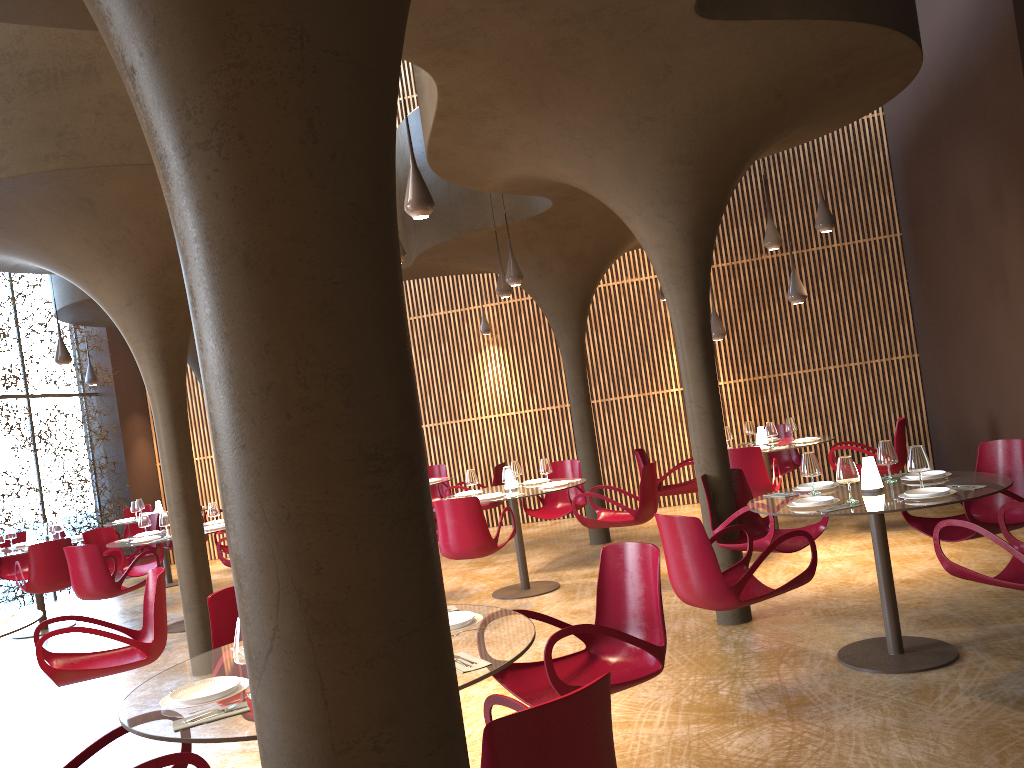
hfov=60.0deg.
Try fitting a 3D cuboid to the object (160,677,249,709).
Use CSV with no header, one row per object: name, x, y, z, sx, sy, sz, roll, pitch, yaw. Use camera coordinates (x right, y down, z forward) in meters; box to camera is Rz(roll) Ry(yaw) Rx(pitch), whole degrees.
object,-1.171,1.186,3.395,0.332,0.014,0.331,-9,-1,9

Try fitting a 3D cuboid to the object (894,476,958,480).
object,2.927,0.657,6.259,0.204,0.012,0.411,-8,-1,-23

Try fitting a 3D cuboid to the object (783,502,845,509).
object,1.981,0.785,5.832,0.204,0.012,0.411,-8,-1,-19

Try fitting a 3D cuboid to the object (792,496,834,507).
object,1.981,0.774,5.828,0.262,0.029,0.263,-8,-2,-31

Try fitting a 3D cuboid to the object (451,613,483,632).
object,-0.291,1.070,3.946,0.332,0.014,0.331,-9,-1,16

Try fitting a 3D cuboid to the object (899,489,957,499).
object,2.585,0.688,5.517,0.331,0.014,0.332,-8,-1,-5

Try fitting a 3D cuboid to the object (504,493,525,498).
object,0.027,1.158,9.197,0.126,0.017,0.261,-9,-2,27

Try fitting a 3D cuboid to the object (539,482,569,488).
object,0.458,1.098,9.635,0.331,0.014,0.332,-7,-2,-44

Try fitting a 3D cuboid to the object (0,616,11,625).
object,-3.409,1.561,5.775,0.262,0.029,0.263,-7,-2,-32

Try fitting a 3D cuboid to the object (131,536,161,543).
object,-4.211,1.794,10.200,0.332,0.014,0.332,-8,-1,5

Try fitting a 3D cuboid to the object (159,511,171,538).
object,-4.014,1.629,10.280,0.142,0.295,0.142,-8,0,4

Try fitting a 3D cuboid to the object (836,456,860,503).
object,2.167,0.616,5.720,0.142,0.295,0.142,-8,0,18

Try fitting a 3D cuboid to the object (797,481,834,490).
object,2.237,0.754,6.534,0.263,0.029,0.262,-9,-2,41

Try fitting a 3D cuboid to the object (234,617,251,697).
object,-0.970,1.016,3.328,0.142,0.295,0.142,-8,0,7

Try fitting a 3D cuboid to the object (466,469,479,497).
object,-0.441,1.096,9.826,0.141,0.295,0.142,-8,0,-40

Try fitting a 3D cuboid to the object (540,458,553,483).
object,0.380,0.977,9.860,0.142,0.295,0.142,-8,0,-13

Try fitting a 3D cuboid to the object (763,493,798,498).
object,1.953,0.810,6.446,0.126,0.017,0.262,-8,-1,-21

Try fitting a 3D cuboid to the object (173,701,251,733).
object,-1.055,1.169,3.115,0.261,0.017,0.126,-8,-1,-26

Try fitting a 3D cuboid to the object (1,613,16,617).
object,-3.536,1.603,6.048,0.261,0.017,0.127,-8,-2,-29

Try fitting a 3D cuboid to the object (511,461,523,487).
object,0.050,1.033,10.198,0.142,0.295,0.141,-8,0,45

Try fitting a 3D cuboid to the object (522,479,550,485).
object,0.280,1.140,10.294,0.331,0.014,0.332,-8,-1,-6

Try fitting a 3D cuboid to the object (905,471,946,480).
object,2.923,0.647,6.263,0.262,0.029,0.263,-8,-2,-28

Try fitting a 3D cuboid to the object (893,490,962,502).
object,2.581,0.690,5.515,0.410,0.012,0.205,-8,-2,-29

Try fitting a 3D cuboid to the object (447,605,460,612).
object,-0.386,1.099,4.233,0.261,0.017,0.126,-8,-1,-22

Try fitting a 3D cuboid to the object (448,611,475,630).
object,-0.292,1.061,3.946,0.263,0.029,0.263,-9,-1,10

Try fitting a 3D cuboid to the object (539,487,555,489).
object,0.457,1.100,9.631,0.205,0.012,0.410,-9,-2,28

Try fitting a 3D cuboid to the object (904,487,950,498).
object,2.584,0.679,5.517,0.263,0.029,0.263,-8,-1,-2

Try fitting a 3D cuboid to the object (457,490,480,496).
object,-0.496,1.238,10.047,0.263,0.029,0.263,-9,-1,19

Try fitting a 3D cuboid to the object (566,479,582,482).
object,0.636,1.085,9.879,0.262,0.017,0.126,-9,-2,33

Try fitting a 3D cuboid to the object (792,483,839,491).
object,2.239,0.763,6.534,0.331,0.014,0.332,-8,-1,-4

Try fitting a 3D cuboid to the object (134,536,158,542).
object,-4.212,1.785,10.200,0.263,0.029,0.263,-9,-1,21

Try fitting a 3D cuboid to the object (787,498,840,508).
object,1.983,0.784,5.828,0.332,0.014,0.332,-8,-1,-2

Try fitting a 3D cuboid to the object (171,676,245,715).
object,-1.174,1.188,3.398,0.204,0.012,0.411,-8,-2,-30

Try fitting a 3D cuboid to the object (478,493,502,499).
object,-0.233,1.183,9.352,0.263,0.029,0.263,-9,-2,31

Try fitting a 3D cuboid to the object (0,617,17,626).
object,-3.408,1.570,5.775,0.332,0.014,0.331,-9,-2,35

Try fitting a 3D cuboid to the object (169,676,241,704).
object,-1.172,1.176,3.394,0.262,0.029,0.263,-7,-2,-42

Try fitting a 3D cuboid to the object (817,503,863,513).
object,2.043,0.775,5.531,0.261,0.017,0.126,-8,-1,-15

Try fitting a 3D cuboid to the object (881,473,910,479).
object,2.847,0.682,6.555,0.261,0.017,0.126,-8,-1,-19

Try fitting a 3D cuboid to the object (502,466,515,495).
object,-0.034,1.027,9.432,0.142,0.295,0.142,-8,0,4

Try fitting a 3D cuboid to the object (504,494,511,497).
object,-0.235,1.194,9.353,0.411,0.012,0.204,-9,-1,23

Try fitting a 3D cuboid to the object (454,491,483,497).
object,-0.494,1.247,10.047,0.332,0.014,0.331,-9,-2,39

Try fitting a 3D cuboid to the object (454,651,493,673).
object,-0.183,1.047,3.337,0.126,0.017,0.262,-8,-2,-28

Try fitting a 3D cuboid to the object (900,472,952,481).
object,2.925,0.656,6.263,0.332,0.014,0.331,-9,-2,30

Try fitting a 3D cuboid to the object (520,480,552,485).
object,0.285,1.141,10.293,0.411,0.012,0.204,-9,-1,19

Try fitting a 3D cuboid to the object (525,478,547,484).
object,0.279,1.131,10.294,0.263,0.029,0.263,-9,-1,14

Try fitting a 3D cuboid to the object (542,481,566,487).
object,0.457,1.089,9.635,0.263,0.029,0.263,-9,-1,20

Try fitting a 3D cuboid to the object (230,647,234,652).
object,-1.190,1.211,4.034,0.126,0.017,0.262,-7,-2,-32

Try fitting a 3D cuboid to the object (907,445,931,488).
object,2.636,0.548,5.739,0.142,0.295,0.142,-8,0,-3

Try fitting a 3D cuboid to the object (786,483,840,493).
object,2.243,0.764,6.536,0.410,0.012,0.205,-8,-1,-25

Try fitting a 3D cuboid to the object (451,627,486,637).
object,-0.288,1.071,3.942,0.204,0.012,0.411,-8,-2,-27

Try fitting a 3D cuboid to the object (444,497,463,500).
object,-0.654,1.272,9.792,0.262,0.017,0.126,-9,-2,29

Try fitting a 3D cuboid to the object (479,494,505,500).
object,-0.231,1.192,9.352,0.332,0.014,0.332,-8,-1,2

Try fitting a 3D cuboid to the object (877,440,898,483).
object,2.694,0.554,6.356,0.142,0.295,0.141,-8,0,25

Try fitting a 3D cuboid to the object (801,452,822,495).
object,2.132,0.635,6.317,0.141,0.295,0.142,-8,0,-44

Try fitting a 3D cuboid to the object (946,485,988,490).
object,2.865,0.657,5.626,0.126,0.017,0.262,-8,-1,-25
